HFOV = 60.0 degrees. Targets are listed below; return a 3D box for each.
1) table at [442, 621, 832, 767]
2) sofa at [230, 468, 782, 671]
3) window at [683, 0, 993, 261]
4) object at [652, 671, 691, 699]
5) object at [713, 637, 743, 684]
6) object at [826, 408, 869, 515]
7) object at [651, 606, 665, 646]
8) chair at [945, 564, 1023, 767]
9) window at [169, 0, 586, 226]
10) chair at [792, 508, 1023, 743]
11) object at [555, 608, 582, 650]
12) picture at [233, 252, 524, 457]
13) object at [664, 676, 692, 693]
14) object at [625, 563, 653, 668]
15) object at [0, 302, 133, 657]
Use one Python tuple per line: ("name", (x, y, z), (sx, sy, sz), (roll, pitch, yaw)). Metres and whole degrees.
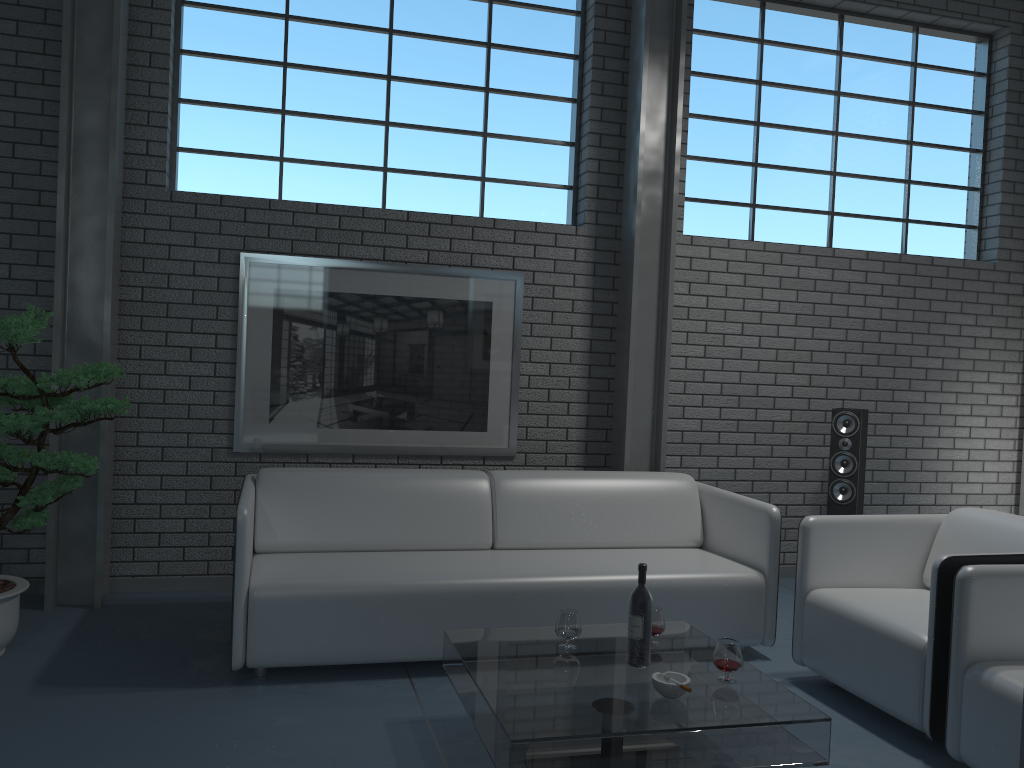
("table", (0.310, 1.022, 2.723), (0.900, 0.300, 0.900), (2, 1, -15))
("sofa", (-0.051, 0.752, 3.933), (2.238, 0.661, 0.919), (2, 1, -15))
("window", (2.030, -1.573, 5.572), (2.200, 1.500, 0.100), (2, 1, -15))
("object", (0.447, 0.855, 2.499), (0.108, 0.056, 0.108), (2, 1, -19))
("object", (0.647, 0.828, 2.659), (0.089, 0.120, 0.089), (4, 2, 41))
("object", (1.891, 0.664, 5.028), (0.159, 1.045, 0.254), (3, 2, 30))
("object", (0.470, 0.813, 2.981), (0.089, 0.120, 0.089), (4, 2, 41))
("chair", (1.882, 0.871, 2.481), (0.919, 0.661, 0.767), (2, 1, -12))
("window", (-0.674, -1.675, 4.852), (2.200, 1.500, 0.100), (2, 1, -15))
("chair", (1.689, 0.842, 3.357), (0.919, 0.661, 0.767), (2, 1, -17))
("object", (0.184, 0.802, 2.902), (0.089, 0.120, 0.089), (4, 2, 41))
("picture", (-0.676, -0.131, 4.688), (1.490, 1.015, 0.020), (2, 1, -15))
("object", (0.463, 0.847, 2.460), (0.024, 0.052, 0.128), (2, 1, -21))
("object", (0.400, 0.717, 2.763), (0.079, 0.316, 0.079), (3, 1, 18))
("object", (-1.914, 0.379, 3.322), (1.032, 1.362, 0.586), (3, 2, 35))
